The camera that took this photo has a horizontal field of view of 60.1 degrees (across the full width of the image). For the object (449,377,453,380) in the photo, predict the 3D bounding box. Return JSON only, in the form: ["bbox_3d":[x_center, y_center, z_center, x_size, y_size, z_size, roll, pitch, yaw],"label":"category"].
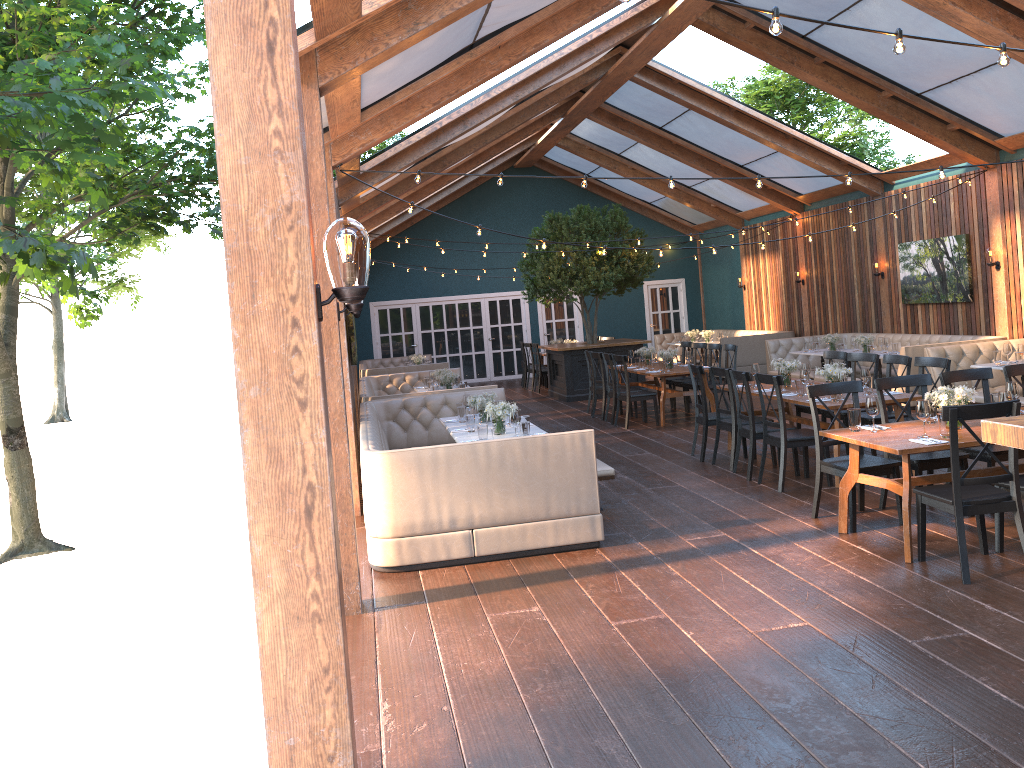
[{"bbox_3d":[-0.872,-0.039,12.892,0.092,0.244,0.092,-3,2,38],"label":"object"}]

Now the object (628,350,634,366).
[{"bbox_3d":[1.894,-0.418,14.075,0.092,0.244,0.092,-3,2,38],"label":"object"}]

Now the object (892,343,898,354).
[{"bbox_3d":[5.598,-0.513,12.922,0.091,0.158,0.092,-4,2,27],"label":"object"}]

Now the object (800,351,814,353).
[{"bbox_3d":[4.913,-0.536,14.647,0.255,0.019,0.158,-5,5,-9],"label":"object"}]

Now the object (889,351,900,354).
[{"bbox_3d":[5.685,-0.471,13.165,0.255,0.019,0.158,-5,5,-9],"label":"object"}]

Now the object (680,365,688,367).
[{"bbox_3d":[2.573,-0.276,13.103,0.255,0.019,0.158,-5,5,-9],"label":"object"}]

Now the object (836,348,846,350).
[{"bbox_3d":[5.420,-0.580,14.693,0.255,0.019,0.158,-5,5,-9],"label":"object"}]

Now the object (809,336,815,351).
[{"bbox_3d":[5.026,-0.672,14.816,0.092,0.244,0.092,-3,2,38],"label":"object"}]

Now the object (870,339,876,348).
[{"bbox_3d":[5.319,-0.543,13.028,0.092,0.244,0.092,-5,2,-7],"label":"object"}]

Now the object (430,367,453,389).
[{"bbox_3d":[-1.060,-0.093,13.314,0.336,0.309,0.330,-4,3,3],"label":"object"}]

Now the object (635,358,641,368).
[{"bbox_3d":[1.907,-0.318,13.397,0.092,0.158,0.092,-5,2,-3],"label":"object"}]

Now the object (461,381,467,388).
[{"bbox_3d":[-0.660,0.043,12.232,0.092,0.158,0.092,-5,2,-23],"label":"object"}]

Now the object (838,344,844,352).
[{"bbox_3d":[5.108,-0.543,13.734,0.092,0.158,0.092,-5,2,-23],"label":"object"}]

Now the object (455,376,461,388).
[{"bbox_3d":[-0.738,0.013,12.152,0.092,0.244,0.092,-3,2,38],"label":"object"}]

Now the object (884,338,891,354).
[{"bbox_3d":[5.515,-0.556,12.997,0.092,0.244,0.092,-3,2,38],"label":"object"}]

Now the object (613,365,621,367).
[{"bbox_3d":[1.728,-0.298,14.154,0.255,0.019,0.158,-5,5,-9],"label":"object"}]

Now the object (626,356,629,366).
[{"bbox_3d":[1.805,-0.359,13.977,0.092,0.158,0.092,-4,2,7],"label":"object"}]

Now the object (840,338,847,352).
[{"bbox_3d":[5.179,-0.599,13.812,0.092,0.244,0.092,-3,2,38],"label":"object"}]

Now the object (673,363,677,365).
[{"bbox_3d":[2.488,-0.311,13.635,0.255,0.019,0.158,-5,5,-9],"label":"object"}]

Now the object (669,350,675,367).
[{"bbox_3d":[2.389,-0.381,13.169,0.092,0.244,0.092,-4,2,33],"label":"object"}]

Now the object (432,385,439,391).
[{"bbox_3d":[-1.023,0.104,11.862,0.092,0.158,0.092,-5,2,-23],"label":"object"}]

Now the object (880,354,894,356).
[{"bbox_3d":[5.455,-0.425,12.848,0.157,0.019,0.255,-5,5,-9],"label":"object"}]

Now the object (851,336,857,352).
[{"bbox_3d":[5.397,-0.629,13.972,0.092,0.244,0.092,-3,2,38],"label":"object"}]

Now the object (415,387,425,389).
[{"bbox_3d":[-1.361,0.054,13.575,0.255,0.019,0.158,-5,5,-9],"label":"object"}]

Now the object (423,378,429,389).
[{"bbox_3d":[-1.292,-0.007,13.415,0.092,0.158,0.092,-5,2,-23],"label":"object"}]

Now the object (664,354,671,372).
[{"bbox_3d":[2.183,-0.299,12.413,0.092,0.244,0.092,-5,2,-7],"label":"object"}]

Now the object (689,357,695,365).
[{"bbox_3d":[2.585,-0.311,12.686,0.091,0.158,0.092,-4,2,27],"label":"object"}]

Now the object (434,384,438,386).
[{"bbox_3d":[-1.155,0.011,13.892,0.157,0.019,0.255,-5,5,-9],"label":"object"}]

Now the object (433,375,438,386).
[{"bbox_3d":[-1.087,-0.009,12.741,0.092,0.244,0.092,-3,2,38],"label":"object"}]

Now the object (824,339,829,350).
[{"bbox_3d":[5.260,-0.686,14.761,0.092,0.244,0.092,-3,2,38],"label":"object"}]

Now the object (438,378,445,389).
[{"bbox_3d":[-0.949,0.047,11.958,0.092,0.244,0.092,-5,2,-7],"label":"object"}]

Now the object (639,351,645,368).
[{"bbox_3d":[1.987,-0.375,13.488,0.092,0.244,0.092,-5,2,-12],"label":"object"}]

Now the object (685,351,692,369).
[{"bbox_3d":[2.517,-0.342,12.612,0.092,0.244,0.092,-4,2,16],"label":"object"}]

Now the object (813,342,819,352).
[{"bbox_3d":[4.983,-0.598,14.497,0.092,0.158,0.092,-5,2,-23],"label":"object"}]

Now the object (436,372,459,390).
[{"bbox_3d":[-0.895,-0.025,12.369,0.336,0.309,0.330,-4,3,7],"label":"object"}]

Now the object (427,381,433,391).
[{"bbox_3d":[-1.163,0.047,12.652,0.092,0.158,0.092,-5,2,-23],"label":"object"}]

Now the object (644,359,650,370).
[{"bbox_3d":[1.971,-0.279,12.880,0.091,0.158,0.092,-4,2,17],"label":"object"}]

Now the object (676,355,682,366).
[{"bbox_3d":[2.508,-0.354,13.259,0.092,0.158,0.091,-6,3,-43],"label":"object"}]

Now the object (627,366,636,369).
[{"bbox_3d":[1.849,-0.258,13.562,0.255,0.019,0.158,-5,5,-9],"label":"object"}]

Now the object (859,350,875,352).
[{"bbox_3d":[5.557,-0.523,13.904,0.255,0.019,0.158,-5,5,-9],"label":"object"}]

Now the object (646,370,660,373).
[{"bbox_3d":[2.023,-0.179,12.482,0.255,0.019,0.158,-5,5,-9],"label":"object"}]

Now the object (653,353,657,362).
[{"bbox_3d":[2.318,-0.433,14.366,0.091,0.158,0.092,-4,2,17],"label":"object"}]

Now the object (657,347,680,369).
[{"bbox_3d":[2.264,-0.375,12.843,0.328,0.309,0.337,-3,3,28],"label":"object"}]

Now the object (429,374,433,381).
[{"bbox_3d":[-1.210,-0.063,13.487,0.092,0.244,0.092,-3,2,38],"label":"object"}]

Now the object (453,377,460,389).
[{"bbox_3d":[-0.748,0.034,11.917,0.092,0.244,0.092,-3,2,38],"label":"object"}]

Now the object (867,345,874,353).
[{"bbox_3d":[5.247,-0.487,12.949,0.092,0.158,0.092,-5,2,-23],"label":"object"}]

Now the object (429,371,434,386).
[{"bbox_3d":[-1.236,-0.082,13.729,0.092,0.244,0.092,-3,2,38],"label":"object"}]

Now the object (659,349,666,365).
[{"bbox_3d":[2.329,-0.419,13.696,0.092,0.244,0.092,-5,2,-12],"label":"object"}]

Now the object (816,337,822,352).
[{"bbox_3d":[5.055,-0.654,14.575,0.092,0.244,0.092,-3,2,38],"label":"object"}]

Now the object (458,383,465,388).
[{"bbox_3d":[-0.666,0.077,11.842,0.091,0.158,0.092,-4,2,27],"label":"object"}]

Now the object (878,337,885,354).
[{"bbox_3d":[5.526,-0.577,13.232,0.092,0.244,0.092,-3,2,38],"label":"object"}]

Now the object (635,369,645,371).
[{"bbox_3d":[1.925,-0.220,13.056,0.255,0.019,0.158,-5,5,-9],"label":"object"}]

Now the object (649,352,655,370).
[{"bbox_3d":[2.058,-0.338,12.991,0.092,0.244,0.092,-5,2,-7],"label":"object"}]

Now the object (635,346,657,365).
[{"bbox_3d":[2.113,-0.451,13.881,0.336,0.309,0.329,-5,3,-14],"label":"object"}]

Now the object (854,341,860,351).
[{"bbox_3d":[5.476,-0.600,14.051,0.092,0.158,0.092,-5,2,-23],"label":"object"}]

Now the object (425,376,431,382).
[{"bbox_3d":[-1.313,-0.040,13.816,0.092,0.158,0.092,-5,2,-23],"label":"object"}]

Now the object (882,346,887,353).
[{"bbox_3d":[5.604,-0.547,13.312,0.092,0.158,0.092,-5,2,-23],"label":"object"}]

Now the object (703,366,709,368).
[{"bbox_3d":[2.672,-0.234,12.525,0.255,0.019,0.158,-5,5,-9],"label":"object"}]

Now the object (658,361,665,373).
[{"bbox_3d":[2.085,-0.239,12.307,0.091,0.158,0.092,-4,2,27],"label":"object"}]
